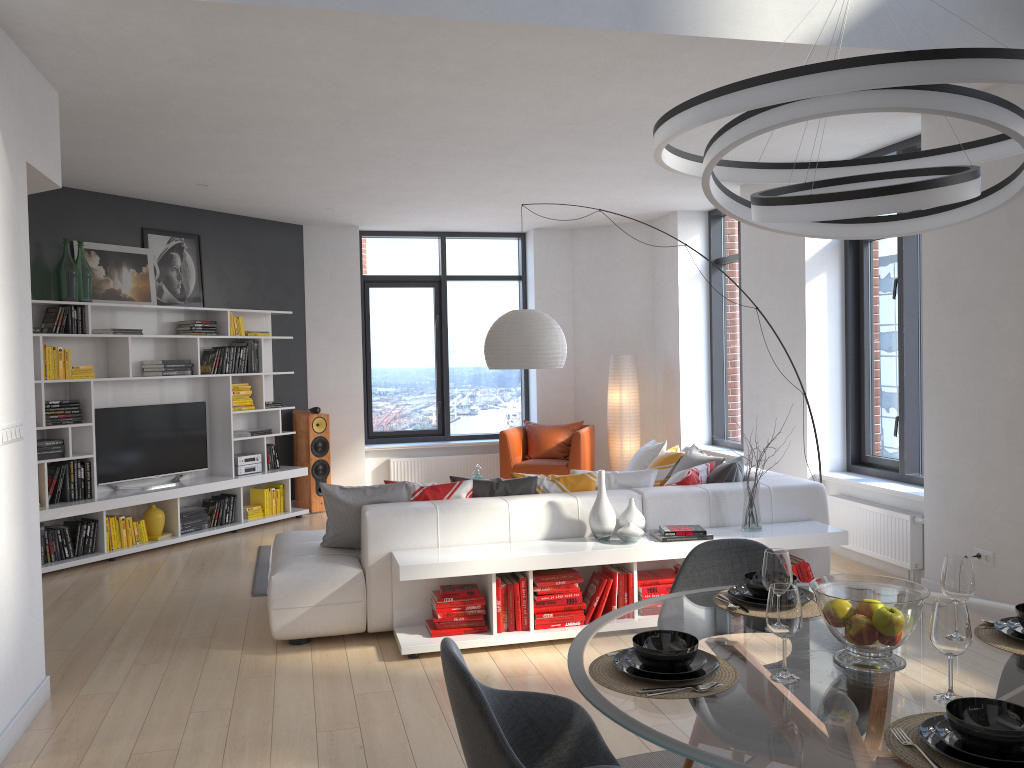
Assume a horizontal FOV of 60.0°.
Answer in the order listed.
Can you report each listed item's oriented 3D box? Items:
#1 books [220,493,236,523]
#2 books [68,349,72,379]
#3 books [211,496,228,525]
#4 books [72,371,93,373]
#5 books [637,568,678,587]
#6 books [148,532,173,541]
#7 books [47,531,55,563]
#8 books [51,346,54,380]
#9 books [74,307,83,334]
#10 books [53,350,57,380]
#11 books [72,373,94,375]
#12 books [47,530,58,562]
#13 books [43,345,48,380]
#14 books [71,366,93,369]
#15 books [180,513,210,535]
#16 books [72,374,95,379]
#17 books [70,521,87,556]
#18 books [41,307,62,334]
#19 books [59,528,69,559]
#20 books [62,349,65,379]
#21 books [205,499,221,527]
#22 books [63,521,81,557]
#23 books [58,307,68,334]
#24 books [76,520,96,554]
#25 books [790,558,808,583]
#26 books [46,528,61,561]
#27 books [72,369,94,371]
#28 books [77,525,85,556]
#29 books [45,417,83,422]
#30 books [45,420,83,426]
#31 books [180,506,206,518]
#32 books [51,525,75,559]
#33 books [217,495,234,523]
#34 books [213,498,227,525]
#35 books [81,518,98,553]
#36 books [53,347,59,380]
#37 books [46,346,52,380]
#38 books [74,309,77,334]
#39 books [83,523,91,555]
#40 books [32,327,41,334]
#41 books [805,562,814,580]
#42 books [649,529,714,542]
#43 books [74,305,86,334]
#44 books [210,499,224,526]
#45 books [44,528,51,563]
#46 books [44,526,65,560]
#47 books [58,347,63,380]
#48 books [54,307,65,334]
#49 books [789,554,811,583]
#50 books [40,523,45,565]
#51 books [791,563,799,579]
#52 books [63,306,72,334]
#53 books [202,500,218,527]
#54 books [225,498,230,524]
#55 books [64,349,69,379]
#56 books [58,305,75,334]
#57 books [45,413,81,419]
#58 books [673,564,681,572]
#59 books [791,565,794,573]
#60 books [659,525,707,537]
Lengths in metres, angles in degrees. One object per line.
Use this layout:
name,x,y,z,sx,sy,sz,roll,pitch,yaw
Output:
books,-2.641,1.150,8.216,0.197,0.260,0.066,0,2,31
books,-3.518,-0.154,6.956,0.172,0.234,0.024,0,2,31
books,-2.692,1.157,8.132,0.192,0.254,0.075,0,2,30
books,-3.438,-0.095,7.031,0.113,0.018,0.169,0,2,32
books,0.818,1.109,5.084,0.301,0.032,0.227,-2,2,-14
books,-3.059,1.294,7.544,0.270,0.029,0.204,-1,2,16
books,-3.545,1.226,6.716,0.189,0.240,0.053,0,2,31
books,-3.596,-0.161,6.832,0.199,0.263,0.015,0,2,31
books,-3.469,-0.498,7.016,0.169,0.218,0.038,0,2,31
books,-3.568,-0.145,6.837,0.156,0.229,0.024,0,2,31
books,-3.451,-0.081,7.046,0.148,0.011,0.196,0,2,31
books,-3.527,1.226,6.734,0.170,0.236,0.049,0,2,32
books,-3.624,-0.164,6.772,0.213,0.270,0.025,0,2,31
books,-3.461,-0.130,7.046,0.138,0.026,0.186,0,2,31
books,-2.894,1.227,7.847,0.277,0.137,0.343,0,2,26
books,-3.448,-0.058,7.044,0.147,0.033,0.190,0,2,31
books,-3.416,1.207,6.950,0.192,0.254,0.075,0,2,30
books,-3.569,-0.489,6.858,0.166,0.213,0.096,0,2,29
books,-3.481,1.219,6.801,0.177,0.242,0.066,0,2,31
books,-3.544,-0.155,6.912,0.169,0.239,0.023,0,2,31
books,-2.738,1.171,8.057,0.187,0.234,0.096,0,2,31
books,-3.442,1.206,6.912,0.197,0.260,0.066,0,2,31
books,-3.532,-0.491,6.907,0.154,0.212,0.074,0,2,30
books,-3.381,1.207,7.004,0.191,0.249,0.084,0,2,31
books,1.679,1.151,5.240,0.119,0.249,0.187,-2,2,-14
books,-3.509,1.221,6.748,0.169,0.242,0.050,0,2,31
books,-3.448,-0.110,7.044,0.134,0.014,0.187,0,2,31
books,-3.407,1.216,6.916,0.172,0.242,0.069,0,2,32
books,-3.524,0.276,6.910,0.189,0.025,0.270,0,2,30
books,-3.523,0.301,6.909,0.189,0.026,0.263,0,2,29
books,-2.917,1.135,7.851,0.250,0.047,0.310,0,2,27
books,-3.467,1.214,6.832,0.191,0.249,0.083,0,2,31
books,-2.658,1.156,8.186,0.191,0.249,0.084,0,2,31
books,-2.682,1.165,8.099,0.172,0.242,0.069,0,2,32
books,-3.365,1.201,7.033,0.197,0.260,0.066,0,2,31
books,-3.573,-0.159,6.864,0.180,0.251,0.019,0,2,31
books,-3.610,-0.158,6.804,0.198,0.255,0.044,0,2,31
books,-3.483,-0.489,6.991,0.147,0.200,0.021,0,2,31
books,-3.391,1.211,6.965,0.179,0.243,0.071,0,2,30
books,-3.700,-0.396,6.612,0.208,0.046,0.268,0,2,35
books,1.742,1.158,5.262,0.103,0.230,0.173,-2,2,-14
books,0.965,0.862,5.079,0.300,0.026,0.245,-2,2,-9
books,-3.449,-0.506,7.036,0.174,0.230,0.019,0,2,31
books,-2.710,1.169,8.076,0.169,0.233,0.081,0,2,30
books,-3.565,1.211,6.691,0.202,0.268,0.053,0,2,31
books,-3.504,1.215,6.779,0.193,0.255,0.066,0,2,31
books,-3.558,-0.159,6.886,0.185,0.250,0.035,0,2,31
books,-3.558,-0.490,6.889,0.171,0.214,0.087,0,2,31
books,1.710,1.146,5.251,0.116,0.255,0.198,-2,2,-14
books,-3.616,1.193,6.615,0.259,0.321,0.128,0,2,31
books,1.642,1.160,5.224,0.083,0.233,0.178,-2,2,-14
books,-3.508,-0.496,6.948,0.156,0.221,0.021,0,2,31
books,-2.752,1.171,8.025,0.182,0.234,0.104,0,2,31
books,-2.673,1.163,8.152,0.179,0.243,0.068,0,2,30
books,-3.528,-0.153,6.931,0.172,0.234,0.024,0,2,31
books,-3.500,-0.503,6.972,0.176,0.232,0.025,0,2,31
books,-3.544,0.248,6.913,0.209,0.030,0.266,0,2,30
books,1.028,1.169,5.088,0.134,0.248,0.192,-2,2,-14
books,1.619,1.162,5.215,0.081,0.230,0.165,-2,2,-14
books,0.970,0.836,5.054,0.238,0.027,0.188,-1,2,0
